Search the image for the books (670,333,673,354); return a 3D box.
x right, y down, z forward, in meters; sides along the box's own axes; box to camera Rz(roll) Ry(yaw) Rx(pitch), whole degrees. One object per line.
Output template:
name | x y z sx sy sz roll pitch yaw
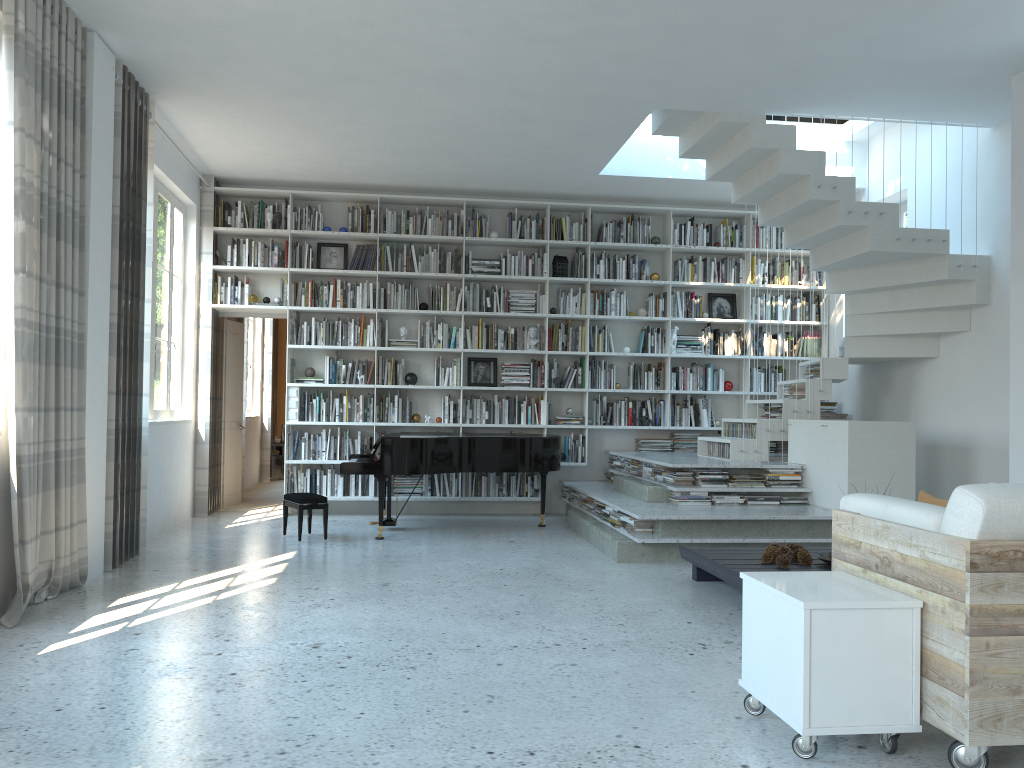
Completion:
books | 1.615 -0.408 9.141 0.027 0.221 0.184 1 -1 -7

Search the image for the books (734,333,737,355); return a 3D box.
books | 2.297 -0.403 9.235 0.041 0.239 0.176 1 -1 -7

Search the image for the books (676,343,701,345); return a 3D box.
books | 1.807 -0.408 9.183 0.254 0.012 0.161 1 -2 -2

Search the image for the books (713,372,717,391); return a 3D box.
books | 2.076 -0.021 9.204 0.030 0.200 0.189 1 -1 -7

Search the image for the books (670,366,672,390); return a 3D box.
books | 1.618 -0.056 9.164 0.012 0.254 0.161 1 -1 -7

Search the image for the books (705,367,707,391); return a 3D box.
books | 1.994 -0.049 9.212 0.012 0.254 0.161 1 -1 -7

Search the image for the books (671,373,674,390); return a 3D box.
books | 1.636 -0.022 9.155 0.023 0.186 0.159 1 -1 -7

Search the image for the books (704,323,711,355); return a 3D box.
books | 2.026 -0.459 9.195 0.010 0.339 0.180 1 -1 -7

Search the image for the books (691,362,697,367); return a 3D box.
books | 1.885 -0.074 9.186 0.013 0.299 0.147 1 -1 -7

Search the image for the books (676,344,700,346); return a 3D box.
books | 1.803 -0.396 9.193 0.254 0.012 0.161 1 -2 -7

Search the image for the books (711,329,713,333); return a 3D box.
books | 2.064 -0.428 9.225 0.013 0.280 0.131 1 -1 -7

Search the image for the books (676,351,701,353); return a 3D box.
books | 1.801 -0.323 9.183 0.254 0.012 0.161 1 -2 -11

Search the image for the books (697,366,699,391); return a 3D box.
books | 1.899 -0.055 9.170 0.012 0.262 0.186 1 -1 -7

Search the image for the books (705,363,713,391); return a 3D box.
books | 2.039 -0.067 9.196 0.026 0.290 0.181 1 -1 -7

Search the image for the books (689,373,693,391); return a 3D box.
books | 1.825 -0.016 9.169 0.027 0.181 0.186 1 -1 -7

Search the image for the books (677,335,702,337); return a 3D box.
books | 1.807 -0.492 9.191 0.285 0.012 0.159 1 -2 -5

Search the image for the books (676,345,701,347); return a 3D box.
books | 1.804 -0.384 9.182 0.254 0.012 0.161 1 -2 -12

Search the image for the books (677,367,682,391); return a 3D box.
books | 1.719 -0.051 9.171 0.024 0.247 0.143 1 -1 -7

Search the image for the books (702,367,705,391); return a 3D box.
books | 1.959 -0.048 9.182 0.014 0.249 0.177 1 -1 -7

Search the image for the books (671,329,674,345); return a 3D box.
books | 1.639 -0.429 9.175 0.028 0.267 0.138 1 -1 -7

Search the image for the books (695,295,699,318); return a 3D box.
books | 1.905 -0.786 9.200 0.021 0.253 0.167 1 -1 -7

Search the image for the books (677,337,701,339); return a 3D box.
books | 1.807 -0.468 9.190 0.254 0.012 0.161 1 -2 -5

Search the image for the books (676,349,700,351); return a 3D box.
books | 1.802 -0.347 9.183 0.254 0.012 0.161 1 -2 -3

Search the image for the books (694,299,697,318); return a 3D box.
books | 1.878 -0.766 9.197 0.033 0.213 0.152 1 -1 -7

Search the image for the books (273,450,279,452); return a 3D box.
books | -3.457 0.960 12.757 0.133 0.012 0.189 1 -2 10

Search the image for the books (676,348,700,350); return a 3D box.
books | 1.802 -0.360 9.188 0.254 0.012 0.161 1 -2 -5

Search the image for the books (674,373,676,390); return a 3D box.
books | 1.658 -0.020 9.155 0.022 0.184 0.162 1 -1 -7

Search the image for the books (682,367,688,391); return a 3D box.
books | 1.765 -0.050 9.159 0.045 0.246 0.185 1 -1 -7

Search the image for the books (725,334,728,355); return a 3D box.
books | 2.213 -0.402 9.253 0.028 0.235 0.129 1 -1 -7

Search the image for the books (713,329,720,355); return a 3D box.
books | 2.101 -0.428 9.216 0.059 0.282 0.167 1 -1 -7

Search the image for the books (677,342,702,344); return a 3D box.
books | 1.806 -0.420 9.187 0.285 0.012 0.159 1 -2 -10

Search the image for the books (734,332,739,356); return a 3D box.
books | 2.328 -0.410 9.253 0.024 0.255 0.145 1 -1 -7

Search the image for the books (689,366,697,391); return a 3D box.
books | 1.867 -0.053 9.162 0.028 0.255 0.191 1 -1 -7

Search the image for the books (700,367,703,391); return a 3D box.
books | 1.937 -0.046 9.199 0.026 0.246 0.165 1 -1 -7

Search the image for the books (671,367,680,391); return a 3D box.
books | 1.685 -0.050 9.156 0.047 0.244 0.177 1 -1 -7

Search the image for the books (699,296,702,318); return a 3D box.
books | 1.930 -0.781 9.193 0.026 0.243 0.178 1 -1 -7

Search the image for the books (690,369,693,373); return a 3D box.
books | 1.844 -0.040 9.182 0.012 0.229 0.179 1 -1 -7

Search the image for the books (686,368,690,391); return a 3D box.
books | 1.798 -0.045 9.178 0.026 0.239 0.177 1 -1 -7

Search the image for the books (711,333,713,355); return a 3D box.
books | 2.044 -0.407 9.204 0.030 0.236 0.179 1 -1 -7

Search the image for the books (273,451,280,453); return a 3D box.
books | -3.457 0.977 12.748 0.133 0.022 0.189 -1 -2 44

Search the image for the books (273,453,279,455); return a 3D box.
books | -3.453 1.003 12.749 0.128 0.030 0.182 0 -2 15

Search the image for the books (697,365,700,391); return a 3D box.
books | 1.919 -0.059 9.193 0.011 0.272 0.152 1 -1 -7

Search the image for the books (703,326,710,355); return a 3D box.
books | 2.015 -0.439 9.194 0.011 0.300 0.184 1 -1 -7

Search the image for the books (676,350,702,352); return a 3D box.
books | 1.802 -0.335 9.180 0.285 0.012 0.159 1 -2 -2

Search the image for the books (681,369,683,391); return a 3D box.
books | 1.738 -0.039 9.161 0.011 0.223 0.163 1 -1 -7

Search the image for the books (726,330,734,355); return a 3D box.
books | 2.267 -0.420 9.228 0.021 0.271 0.191 1 -1 -7

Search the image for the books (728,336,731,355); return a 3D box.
books | 2.241 -0.391 9.249 0.025 0.213 0.155 1 -1 -7

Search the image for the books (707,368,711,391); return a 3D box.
books | 2.015 -0.044 9.189 0.023 0.244 0.189 1 -1 -7

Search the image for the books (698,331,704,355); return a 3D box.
books | 1.958 -0.417 9.203 0.012 0.254 0.161 1 -1 -7

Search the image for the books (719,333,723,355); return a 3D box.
books | 2.155 -0.407 9.229 0.031 0.242 0.147 1 -1 -7

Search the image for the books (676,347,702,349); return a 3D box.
books | 1.803 -0.371 9.188 0.285 0.012 0.159 1 -2 -9

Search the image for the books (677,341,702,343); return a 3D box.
books | 1.806 -0.432 9.190 0.285 0.012 0.159 1 -2 -5

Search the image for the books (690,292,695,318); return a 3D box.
books | 1.855 -0.803 9.191 0.014 0.285 0.175 1 -1 -7

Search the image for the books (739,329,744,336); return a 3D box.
books | 2.402 -0.423 9.278 0.029 0.283 0.138 1 -1 -7

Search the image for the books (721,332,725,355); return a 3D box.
books | 2.184 -0.410 9.251 0.031 0.250 0.133 1 -1 -7

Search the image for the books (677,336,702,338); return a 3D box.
books | 1.807 -0.480 9.190 0.285 0.012 0.159 1 -2 -9

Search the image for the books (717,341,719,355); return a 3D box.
books | 2.132 -0.425 9.247 0.010 0.278 0.129 1 -1 -7

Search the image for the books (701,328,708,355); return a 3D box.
books | 2.000 -0.431 9.219 0.012 0.285 0.159 1 -1 -7

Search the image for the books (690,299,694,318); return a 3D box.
books | 1.843 -0.765 9.177 0.013 0.207 0.189 1 -1 -7
